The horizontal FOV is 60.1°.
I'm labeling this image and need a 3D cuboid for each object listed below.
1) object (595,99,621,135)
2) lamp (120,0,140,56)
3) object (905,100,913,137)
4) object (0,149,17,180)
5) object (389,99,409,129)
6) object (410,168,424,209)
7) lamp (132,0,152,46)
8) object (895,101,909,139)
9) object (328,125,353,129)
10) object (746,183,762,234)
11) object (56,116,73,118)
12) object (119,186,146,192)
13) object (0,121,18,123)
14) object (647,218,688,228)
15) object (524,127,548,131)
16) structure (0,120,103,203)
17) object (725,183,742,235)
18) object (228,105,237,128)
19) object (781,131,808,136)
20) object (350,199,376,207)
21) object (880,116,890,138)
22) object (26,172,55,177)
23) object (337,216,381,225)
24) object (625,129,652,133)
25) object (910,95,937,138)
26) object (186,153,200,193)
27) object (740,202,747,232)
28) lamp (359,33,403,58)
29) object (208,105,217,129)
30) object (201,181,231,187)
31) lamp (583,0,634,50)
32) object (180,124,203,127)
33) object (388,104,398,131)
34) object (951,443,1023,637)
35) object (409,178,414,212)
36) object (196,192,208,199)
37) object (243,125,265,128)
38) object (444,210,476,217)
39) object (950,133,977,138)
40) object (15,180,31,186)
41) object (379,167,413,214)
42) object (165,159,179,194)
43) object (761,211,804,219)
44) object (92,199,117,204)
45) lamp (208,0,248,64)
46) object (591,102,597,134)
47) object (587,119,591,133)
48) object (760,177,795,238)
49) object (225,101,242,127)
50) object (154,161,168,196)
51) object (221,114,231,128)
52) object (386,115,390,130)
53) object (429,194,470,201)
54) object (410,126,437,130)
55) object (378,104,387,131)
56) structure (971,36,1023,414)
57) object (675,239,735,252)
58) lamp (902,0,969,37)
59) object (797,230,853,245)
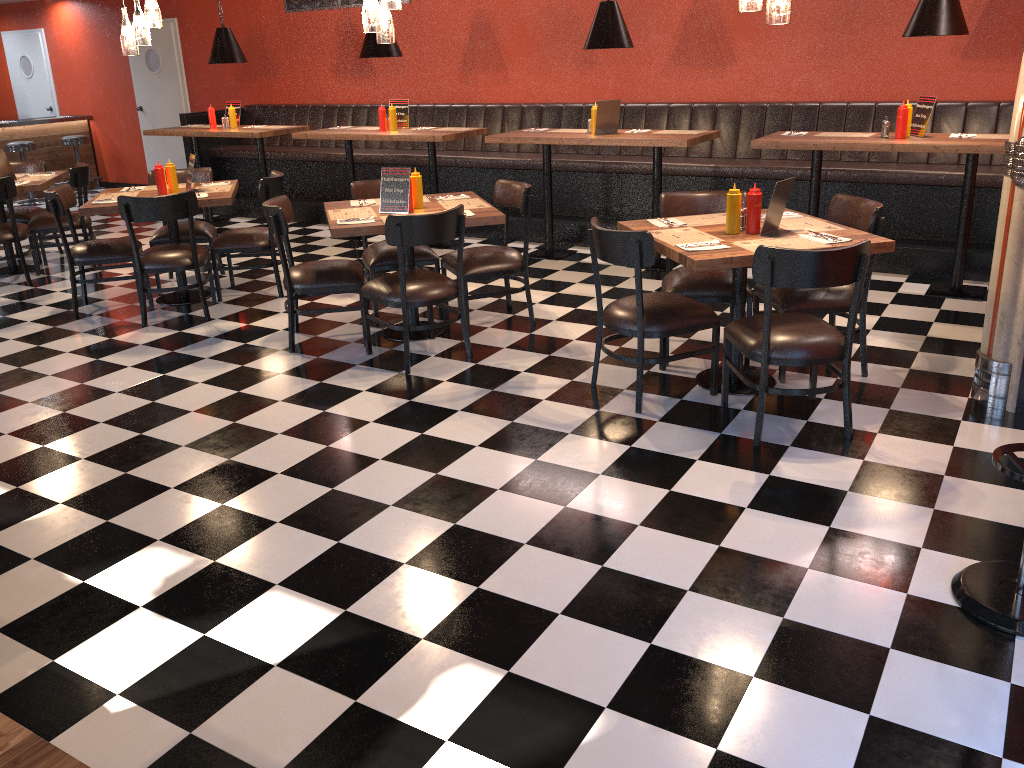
[{"bbox_3d":[0.734,-2.046,6.790,0.188,0.253,0.073,-8,20,-16],"label":"object"},{"bbox_3d":[-2.612,-3.138,5.685,0.109,1.939,0.109,15,25,41],"label":"lamp"},{"bbox_3d":[2.583,-1.739,5.805,0.068,0.234,0.068,6,21,24],"label":"object"},{"bbox_3d":[-4.265,-1.837,7.406,0.188,0.253,0.073,5,20,21],"label":"object"},{"bbox_3d":[-1.033,-2.463,8.086,0.188,0.253,0.073,2,19,11],"label":"object"},{"bbox_3d":[-0.563,-1.157,5.232,0.068,0.234,0.068,11,23,35],"label":"object"},{"bbox_3d":[-2.502,-3.179,5.616,0.108,1.939,0.110,-8,19,-15],"label":"lamp"},{"bbox_3d":[2.526,-1.711,5.735,0.068,0.234,0.068,6,21,24],"label":"object"},{"bbox_3d":[-1.644,-2.447,8.443,0.158,0.018,0.258,9,23,27],"label":"object"},{"bbox_3d":[1.142,-0.829,4.181,0.068,0.234,0.068,8,21,28],"label":"object"},{"bbox_3d":[-6.207,-3.710,12.280,0.256,0.018,0.159,15,27,39],"label":"object"},{"bbox_3d":[-2.803,-1.444,6.542,0.157,0.018,0.258,-6,21,-10],"label":"object"},{"bbox_3d":[-6.629,-3.446,11.627,0.255,0.018,0.159,8,23,25],"label":"object"},{"bbox_3d":[0.797,-0.823,4.509,0.157,0.018,0.258,-6,21,-9],"label":"object"},{"bbox_3d":[0.191,-2.119,7.375,0.158,0.018,0.258,9,23,27],"label":"object"},{"bbox_3d":[-7.700,-2.077,9.736,0.216,1.025,7.117,9,23,30],"label":"structure"},{"bbox_3d":[1.049,-0.830,4.193,0.068,0.234,0.068,8,21,28],"label":"object"},{"bbox_3d":[-2.830,-2.714,8.970,0.068,0.234,0.069,0,19,7],"label":"object"},{"bbox_3d":[1.998,-1.777,6.274,0.158,0.018,0.258,9,23,27],"label":"object"},{"bbox_3d":[-0.924,-1.128,5.503,0.157,0.018,0.258,-6,21,-10],"label":"object"},{"bbox_3d":[2.466,-1.696,5.848,0.047,0.134,0.095,2,20,11],"label":"object"},{"bbox_3d":[-4.090,-1.812,7.657,0.255,0.018,0.159,-9,22,-17],"label":"object"},{"bbox_3d":[-0.846,-0.914,4.927,0.255,0.018,0.159,-6,21,-9],"label":"object"},{"bbox_3d":[0.978,-1.977,6.913,0.158,0.018,0.258,9,23,27],"label":"object"},{"bbox_3d":[2.683,-1.753,5.804,0.072,0.253,0.191,-5,20,-7],"label":"object"},{"bbox_3d":[-2.288,-1.501,6.304,0.072,0.253,0.190,-12,22,-26],"label":"object"},{"bbox_3d":[1.113,-0.810,4.279,0.047,0.134,0.095,9,22,30],"label":"object"},{"bbox_3d":[-1.185,-3.814,7.436,0.382,2.016,0.386,-8,19,-16],"label":"lamp"},{"bbox_3d":[-3.050,-2.718,9.005,0.068,0.234,0.069,0,19,7],"label":"object"},{"bbox_3d":[-2.237,-1.498,6.625,0.255,0.018,0.159,-6,21,-11],"label":"object"},{"bbox_3d":[0.686,-3.474,6.332,0.382,2.016,0.386,-8,19,-16],"label":"lamp"},{"bbox_3d":[-3.440,-2.767,9.483,0.158,0.018,0.258,9,23,27],"label":"object"},{"bbox_3d":[-1.061,-2.379,7.893,0.068,0.234,0.068,13,24,39],"label":"object"},{"bbox_3d":[1.506,-0.114,2.425,0.376,1.636,0.377,-15,23,-33],"label":"object"},{"bbox_3d":[-0.613,-1.126,5.157,0.068,0.234,0.068,11,23,35],"label":"object"},{"bbox_3d":[-2.175,-1.301,6.097,0.158,0.018,0.258,-10,22,-19],"label":"object"},{"bbox_3d":[-2.624,-2.615,8.993,0.158,0.018,0.258,9,23,27],"label":"object"},{"bbox_3d":[-0.304,-0.976,5.034,0.157,0.018,0.258,-7,21,-12],"label":"object"},{"bbox_3d":[2.920,-1.609,5.731,0.158,0.018,0.258,9,23,27],"label":"object"},{"bbox_3d":[-3.985,-1.624,7.147,0.157,0.018,0.258,-7,21,-11],"label":"object"},{"bbox_3d":[-0.673,-1.113,5.103,0.188,0.253,0.073,5,20,21],"label":"object"},{"bbox_3d":[-2.402,-1.467,6.254,0.068,0.234,0.068,11,23,35],"label":"object"},{"bbox_3d":[1.364,-0.874,4.582,0.255,0.018,0.159,-6,21,-10],"label":"object"},{"bbox_3d":[-2.714,-1.250,6.019,0.255,0.018,0.159,-7,21,-13],"label":"object"},{"bbox_3d":[-2.839,-4.115,8.412,0.382,2.016,0.386,-8,19,-16],"label":"lamp"},{"bbox_3d":[0.647,-2.060,6.864,0.068,0.234,0.068,5,20,20],"label":"object"},{"bbox_3d":[0.637,-2.045,6.968,0.094,0.134,0.047,-3,19,-3],"label":"object"},{"bbox_3d":[1.241,-0.829,4.143,0.073,0.253,0.190,14,25,39],"label":"object"},{"bbox_3d":[-2.885,-2.793,9.159,0.188,0.253,0.073,6,20,22],"label":"object"},{"bbox_3d":[-2.452,-1.437,6.180,0.068,0.234,0.068,11,23,35],"label":"object"},{"bbox_3d":[-2.925,-2.685,9.049,0.094,0.134,0.047,6,20,22],"label":"object"},{"bbox_3d":[-1.124,-2.363,8.003,0.094,0.134,0.047,5,20,21],"label":"object"},{"bbox_3d":[-0.398,-1.178,5.579,0.255,0.018,0.159,-10,22,-18],"label":"object"},{"bbox_3d":[-0.807,-2.305,7.975,0.158,0.018,0.258,9,23,27],"label":"object"},{"bbox_3d":[-1.155,-2.377,7.898,0.068,0.234,0.068,-16,23,-35],"label":"object"},{"bbox_3d":[2.614,-0.888,4.209,0.502,1.744,1.308,9,22,30],"label":"structure"},{"bbox_3d":[0.876,-0.628,3.984,0.255,0.018,0.159,-7,21,-12],"label":"object"},{"bbox_3d":[2.599,-3.125,5.203,0.382,2.016,0.386,-8,19,-16],"label":"lamp"},{"bbox_3d":[1.416,-0.676,4.053,0.158,0.018,0.258,-9,22,-18],"label":"object"}]
